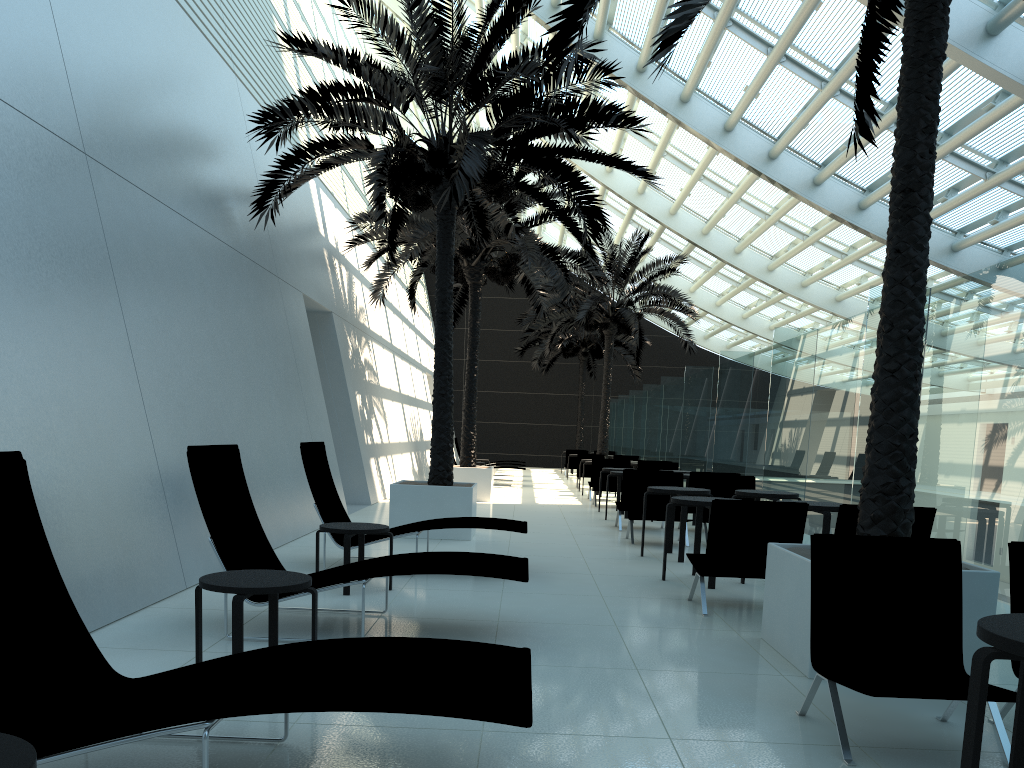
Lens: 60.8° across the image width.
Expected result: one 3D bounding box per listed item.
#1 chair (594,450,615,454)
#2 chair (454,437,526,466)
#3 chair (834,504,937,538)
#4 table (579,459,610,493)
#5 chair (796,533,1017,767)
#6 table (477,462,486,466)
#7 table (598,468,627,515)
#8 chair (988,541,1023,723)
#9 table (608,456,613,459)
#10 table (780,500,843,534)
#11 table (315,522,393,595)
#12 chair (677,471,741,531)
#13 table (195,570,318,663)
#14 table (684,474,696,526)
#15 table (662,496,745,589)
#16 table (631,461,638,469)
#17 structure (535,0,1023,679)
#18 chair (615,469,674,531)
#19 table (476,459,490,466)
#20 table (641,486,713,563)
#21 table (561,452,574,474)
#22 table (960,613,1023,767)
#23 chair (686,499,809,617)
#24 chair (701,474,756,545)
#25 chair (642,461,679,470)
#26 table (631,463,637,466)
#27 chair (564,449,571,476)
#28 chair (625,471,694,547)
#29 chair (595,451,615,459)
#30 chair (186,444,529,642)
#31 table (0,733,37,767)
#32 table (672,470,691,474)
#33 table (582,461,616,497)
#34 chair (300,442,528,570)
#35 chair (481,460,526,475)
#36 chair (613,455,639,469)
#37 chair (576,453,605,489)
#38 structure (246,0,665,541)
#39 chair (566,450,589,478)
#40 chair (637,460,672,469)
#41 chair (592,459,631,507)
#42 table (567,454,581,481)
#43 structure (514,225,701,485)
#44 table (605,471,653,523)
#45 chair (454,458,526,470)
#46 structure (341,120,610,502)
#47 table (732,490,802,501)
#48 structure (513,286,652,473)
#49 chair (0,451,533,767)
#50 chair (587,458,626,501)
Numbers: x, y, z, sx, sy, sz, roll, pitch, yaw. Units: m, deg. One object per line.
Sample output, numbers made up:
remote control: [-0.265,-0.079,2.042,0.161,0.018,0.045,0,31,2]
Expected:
chair: [3.079,2.699,29.564,0.716,0.896,0.879,2,2,1]
chair: [-0.618,2.146,24.936,2.036,1.170,0.913,2,3,1]
chair: [2.742,1.361,6.867,0.716,0.896,0.879,2,2,1]
table: [1.995,2.209,20.919,0.675,0.789,0.678,4,3,39]
chair: [1.749,1.142,3.753,0.716,0.896,0.879,2,2,1]
table: [-1.030,2.391,23.818,0.549,0.522,0.553,4,2,43]
table: [1.912,1.879,15.314,0.675,0.789,0.678,4,3,39]
chair: [2.681,1.177,3.744,0.716,0.896,0.879,2,2,1]
table: [3.048,2.579,26.572,0.675,0.789,0.678,4,3,39]
table: [2.764,1.488,8.050,0.674,0.789,0.678,5,4,43]
table: [-1.279,1.404,7.062,0.549,0.522,0.553,4,2,43]
chair: [2.828,1.703,12.657,0.716,0.896,0.879,2,2,1]
table: [-1.317,1.253,4.491,0.549,0.522,0.553,4,2,43]
table: [2.850,1.829,13.840,0.674,0.789,0.678,5,4,43]
table: [1.795,1.451,8.059,0.674,0.789,0.678,5,4,43]
table: [2.964,2.246,20.909,0.675,0.789,0.678,4,3,39]
structure: [2.324,-1.830,4.863,4.805,7.094,4.409,4,4,19]
chair: [1.896,1.667,12.667,0.716,0.896,0.879,2,2,1]
table: [-0.990,2.547,26.468,0.549,0.522,0.553,4,2,43]
table: [1.828,1.547,9.675,0.675,0.789,0.678,4,3,39]
table: [2.132,2.788,30.756,0.679,0.789,0.673,0,4,-42]
table: [1.723,1.129,2.584,0.679,0.789,0.673,0,4,-42]
chair: [1.810,1.326,6.876,0.716,0.896,0.879,2,2,1]
chair: [2.788,1.601,10.949,0.716,0.896,0.879,2,2,1]
chair: [2.872,1.934,16.600,0.716,0.896,0.879,2,2,1]
table: [2.934,2.161,19.479,0.674,0.789,0.678,5,4,43]
chair: [2.147,2.663,29.573,0.716,0.896,0.879,2,2,1]
chair: [1.856,1.566,10.958,0.716,0.896,0.879,2,2,1]
chair: [3.039,2.598,27.867,0.716,0.896,0.879,2,2,1]
chair: [-0.905,1.007,5.609,2.036,1.170,0.913,2,3,1]
table: [-1.355,1.101,1.921,0.549,0.522,0.553,4,2,43]
table: [2.881,1.916,15.305,0.675,0.789,0.678,4,3,39]
table: [1.965,2.125,19.488,0.674,0.789,0.678,5,4,43]
chair: [-0.867,1.158,8.180,2.036,1.170,0.913,2,3,1]
chair: [-0.579,2.302,27.586,2.036,1.170,0.913,2,3,1]
chair: [2.955,2.263,22.179,0.716,0.896,0.879,2,2,1]
chair: [2.023,2.228,22.189,0.716,0.896,0.879,2,2,1]
structure: [-0.751,-1.519,10.620,4.645,6.906,4.226,1,4,-21]
chair: [2.107,2.563,27.876,0.716,0.896,0.879,2,2,1]
chair: [2.912,2.035,18.296,0.716,0.896,0.879,2,2,1]
chair: [1.940,1.899,16.610,0.716,0.896,0.879,2,2,1]
table: [2.079,2.543,26.582,0.675,0.789,0.678,4,3,39]
structure: [2.603,-0.703,23.994,4.825,7.095,4.389,2,4,-6]
table: [1.881,1.792,13.850,0.674,0.789,0.678,5,4,43]
chair: [-0.656,1.994,22.365,2.036,1.170,0.913,2,3,1]
structure: [-0.866,-1.204,16.615,4.258,6.967,4.613,5,5,34]
table: [2.797,1.583,9.666,0.675,0.789,0.678,4,3,39]
structure: [2.750,-0.222,32.133,4.460,7.093,4.752,1,4,-21]
chair: [-0.943,0.856,3.039,2.036,1.170,0.913,2,3,1]
chair: [1.980,2.000,18.305,0.716,0.896,0.879,2,2,1]
